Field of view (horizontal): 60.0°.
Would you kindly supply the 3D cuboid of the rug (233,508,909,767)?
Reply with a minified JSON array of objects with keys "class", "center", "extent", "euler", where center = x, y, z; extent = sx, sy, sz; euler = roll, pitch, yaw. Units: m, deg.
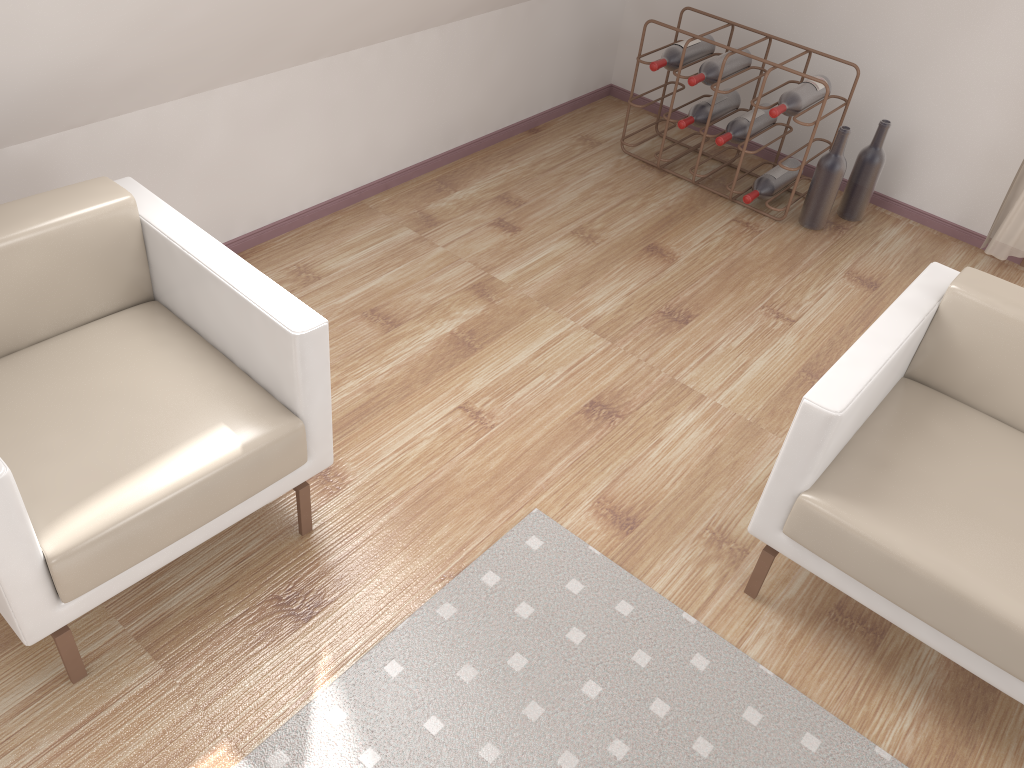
[{"class":"rug","center":[0.619,1.359,1.272],"extent":[2.800,0.007,1.600],"euler":[32,46,26]}]

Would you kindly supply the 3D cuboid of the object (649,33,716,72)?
[{"class":"object","center":[0.725,-1.414,3.818],"extent":[0.110,0.110,0.439],"euler":[32,46,26]}]

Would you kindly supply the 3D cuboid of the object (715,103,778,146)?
[{"class":"object","center":[0.989,-1.093,3.781],"extent":[0.109,0.109,0.435],"euler":[32,46,26]}]

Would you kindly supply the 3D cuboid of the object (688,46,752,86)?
[{"class":"object","center":[0.867,-1.326,3.743],"extent":[0.109,0.109,0.435],"euler":[32,46,26]}]

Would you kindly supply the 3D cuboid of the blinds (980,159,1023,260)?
[{"class":"blinds","center":[2.173,-1.305,2.922],"extent":[0.423,2.130,0.120],"euler":[30,45,24]}]

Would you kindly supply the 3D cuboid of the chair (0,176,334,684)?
[{"class":"chair","center":[-0.951,0.045,2.018],"extent":[0.820,0.706,0.748],"euler":[34,47,28]}]

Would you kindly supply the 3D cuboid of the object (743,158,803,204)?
[{"class":"object","center":[1.113,-0.861,3.820],"extent":[0.109,0.109,0.435],"euler":[32,46,26]}]

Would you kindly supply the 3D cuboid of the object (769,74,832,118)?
[{"class":"object","center":[1.152,-1.147,3.579],"extent":[0.109,0.109,0.435],"euler":[32,46,26]}]

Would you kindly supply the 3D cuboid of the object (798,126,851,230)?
[{"class":"object","center":[1.292,-0.842,3.630],"extent":[0.115,0.443,0.120],"euler":[28,44,22]}]

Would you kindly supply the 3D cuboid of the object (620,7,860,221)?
[{"class":"object","center":[0.950,-1.176,3.830],"extent":[0.854,0.608,0.417],"euler":[32,46,26]}]

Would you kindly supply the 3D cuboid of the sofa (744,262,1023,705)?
[{"class":"sofa","center":[1.540,0.516,1.866],"extent":[1.880,0.706,0.820],"euler":[32,46,26]}]

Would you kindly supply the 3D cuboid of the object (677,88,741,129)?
[{"class":"object","center":[0.848,-1.184,3.860],"extent":[0.109,0.109,0.435],"euler":[32,46,26]}]

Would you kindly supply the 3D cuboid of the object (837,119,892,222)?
[{"class":"object","center":[1.490,-0.895,3.724],"extent":[0.115,0.443,0.120],"euler":[28,44,22]}]
